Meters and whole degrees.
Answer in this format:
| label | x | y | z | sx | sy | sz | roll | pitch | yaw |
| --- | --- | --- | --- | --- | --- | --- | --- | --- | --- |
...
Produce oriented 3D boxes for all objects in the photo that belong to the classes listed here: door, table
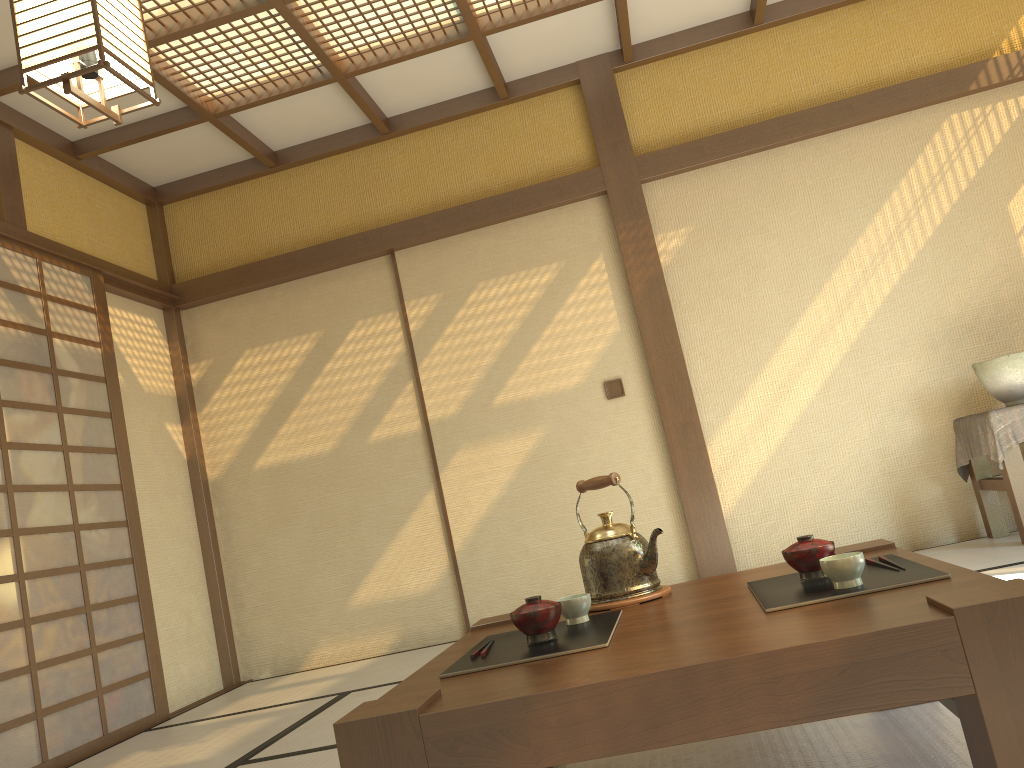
| label | x | y | z | sx | sy | sz | roll | pitch | yaw |
| --- | --- | --- | --- | --- | --- | --- | --- | --- | --- |
| door | -2.051 | 0.448 | 3.756 | 0.076 | 2.265 | 1.230 | -14 | -8 | 9 |
| table | 2.438 | 0.371 | 4.049 | 0.629 | 0.595 | 0.633 | -14 | -8 | 8 |
| table | 0.347 | 0.601 | 1.677 | 1.000 | 0.350 | 1.000 | -14 | -8 | 9 |

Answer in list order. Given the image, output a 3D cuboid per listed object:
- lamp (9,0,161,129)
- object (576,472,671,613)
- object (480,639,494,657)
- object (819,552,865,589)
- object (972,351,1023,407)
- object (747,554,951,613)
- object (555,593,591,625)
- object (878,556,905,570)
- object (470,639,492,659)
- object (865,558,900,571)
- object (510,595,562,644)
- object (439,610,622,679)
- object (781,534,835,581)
| label | x | y | z | sx | sy | sz | roll | pitch | yaw |
| --- | --- | --- | --- | --- | --- | --- | --- | --- | --- |
| lamp | -1.152 | -1.226 | 2.276 | 0.240 | 1.129 | 0.240 | -14 | -8 | 9 |
| object | 0.234 | 0.361 | 2.077 | 0.226 | 0.296 | 0.219 | -13 | -8 | 4 |
| object | -0.046 | 0.513 | 1.736 | 0.008 | 0.008 | 0.200 | -13 | -8 | 3 |
| object | 0.578 | 0.325 | 1.542 | 0.074 | 0.052 | 0.073 | -6 | -10 | -37 |
| object | 2.351 | -0.025 | 4.095 | 0.357 | 0.230 | 0.358 | -9 | -9 | -21 |
| object | 0.605 | 0.367 | 1.657 | 0.300 | 0.007 | 0.400 | -14 | -8 | 9 |
| object | 0.131 | 0.466 | 1.831 | 0.074 | 0.052 | 0.073 | -6 | -10 | -37 |
| object | 0.719 | 0.338 | 1.680 | 0.008 | 0.008 | 0.200 | -14 | -8 | 9 |
| object | -0.058 | 0.516 | 1.740 | 0.008 | 0.008 | 0.200 | -13 | -8 | 7 |
| object | 0.702 | 0.342 | 1.684 | 0.008 | 0.008 | 0.200 | -13 | -8 | 5 |
| object | 0.048 | 0.443 | 1.677 | 0.100 | 0.080 | 0.100 | -14 | -8 | 9 |
| object | 0.053 | 0.495 | 1.711 | 0.300 | 0.007 | 0.400 | -14 | -8 | 9 |
| object | 0.577 | 0.334 | 1.715 | 0.100 | 0.080 | 0.100 | -14 | -8 | 9 |
